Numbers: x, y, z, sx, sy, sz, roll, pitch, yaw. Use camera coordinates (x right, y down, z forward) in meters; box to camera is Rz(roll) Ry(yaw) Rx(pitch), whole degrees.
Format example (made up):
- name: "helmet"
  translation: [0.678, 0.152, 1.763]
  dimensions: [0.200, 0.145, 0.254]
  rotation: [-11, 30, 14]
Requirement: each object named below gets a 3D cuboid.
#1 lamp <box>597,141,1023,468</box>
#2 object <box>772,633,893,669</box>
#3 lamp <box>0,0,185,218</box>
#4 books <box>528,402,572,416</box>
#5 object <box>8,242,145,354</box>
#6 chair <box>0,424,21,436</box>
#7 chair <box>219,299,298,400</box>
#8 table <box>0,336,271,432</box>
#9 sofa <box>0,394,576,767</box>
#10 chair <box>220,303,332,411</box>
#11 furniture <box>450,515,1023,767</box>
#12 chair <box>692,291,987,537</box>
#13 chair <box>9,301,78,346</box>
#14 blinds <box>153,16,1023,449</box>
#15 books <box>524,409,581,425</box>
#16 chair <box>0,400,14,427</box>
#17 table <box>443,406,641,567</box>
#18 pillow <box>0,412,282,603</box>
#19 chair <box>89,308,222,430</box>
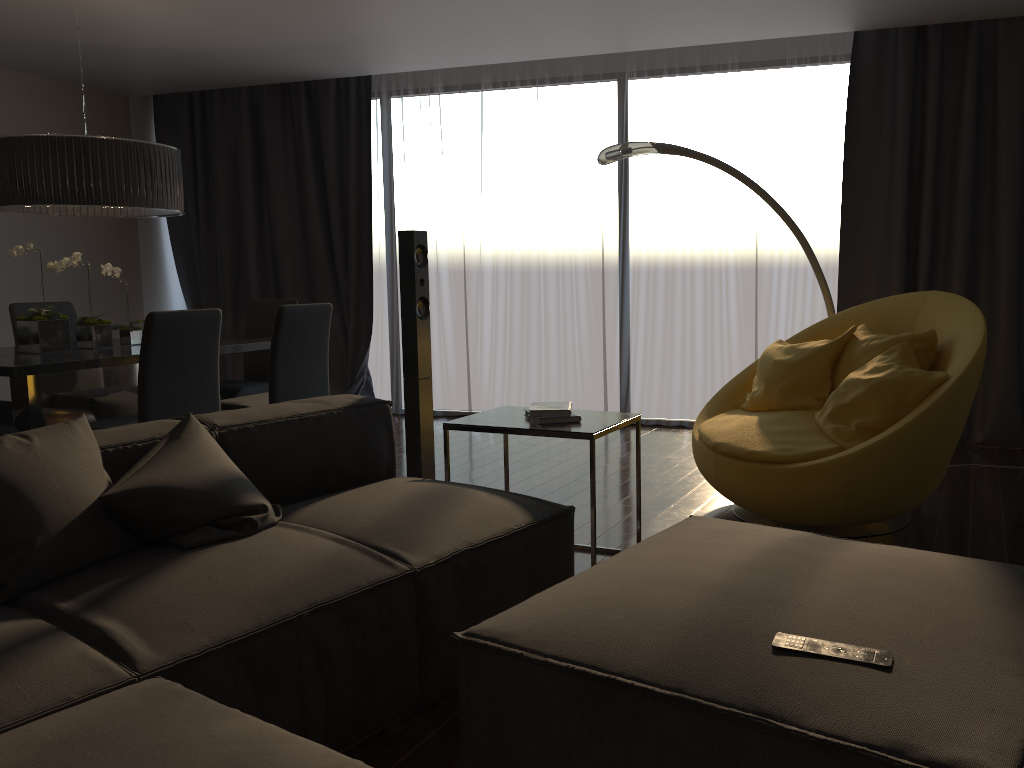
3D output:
- name: "lamp"
  translation: [2.598, -0.411, 4.796]
  dimensions: [4.217, 1.777, 0.584]
  rotation: [0, 7, 2]
- name: "object"
  translation: [0.569, 0.474, 1.566]
  dimensions: [0.199, 0.015, 0.053]
  rotation: [3, 8, 24]
- name: "lamp"
  translation: [-2.031, -1.372, 4.172]
  dimensions: [0.847, 1.101, 0.762]
  rotation: [-7, 9, -40]
- name: "books"
  translation: [0.146, 0.092, 3.284]
  dimensions: [0.155, 0.022, 0.206]
  rotation: [0, 7, 3]
- name: "object"
  translation: [-2.097, -0.422, 4.225]
  dimensions: [0.299, 0.500, 0.596]
  rotation: [2, 7, 24]
- name: "chair"
  translation: [-2.413, 0.192, 3.588]
  dimensions: [0.410, 0.963, 0.596]
  rotation: [2, 7, 26]
- name: "chair"
  translation: [-1.563, -0.007, 5.136]
  dimensions: [0.410, 0.963, 0.596]
  rotation: [2, 7, 26]
- name: "table"
  translation: [-1.977, 0.196, 4.359]
  dimensions: [0.998, 0.759, 1.670]
  rotation: [3, 8, 27]
- name: "sofa"
  translation: [-0.369, 0.547, 1.615]
  dimensions: [2.597, 0.703, 2.615]
  rotation: [5, 9, 36]
- name: "chair"
  translation: [-1.219, 0.081, 4.401]
  dimensions: [0.549, 0.963, 0.446]
  rotation: [2, 7, 25]
- name: "furniture"
  translation: [0.620, 0.630, 1.932]
  dimensions: [1.039, 0.439, 1.154]
  rotation: [4, 9, 36]
- name: "chair"
  translation: [1.430, 0.089, 3.982]
  dimensions: [1.155, 1.004, 1.495]
  rotation: [-2, 7, -7]
- name: "chair"
  translation: [-2.415, 0.027, 4.926]
  dimensions: [0.549, 0.963, 0.446]
  rotation: [2, 7, 25]
- name: "blinds"
  translation: [0.596, -1.106, 6.096]
  dimensions: [7.276, 2.891, 0.770]
  rotation: [1, 7, 16]
- name: "books"
  translation: [0.149, 0.117, 3.272]
  dimensions: [0.167, 0.023, 0.225]
  rotation: [-2, 7, -14]
- name: "chair"
  translation: [-2.757, 0.109, 4.285]
  dimensions: [0.549, 0.963, 0.446]
  rotation: [2, 7, 25]
- name: "table"
  translation: [0.128, 0.406, 3.317]
  dimensions: [0.576, 0.562, 0.469]
  rotation: [2, 8, 25]
- name: "pillow"
  translation: [-1.029, 0.321, 1.434]
  dimensions: [1.080, 0.430, 2.056]
  rotation: [-2, 7, -10]
- name: "chair"
  translation: [-1.561, 0.163, 3.760]
  dimensions: [0.549, 0.963, 0.446]
  rotation: [2, 7, 25]
